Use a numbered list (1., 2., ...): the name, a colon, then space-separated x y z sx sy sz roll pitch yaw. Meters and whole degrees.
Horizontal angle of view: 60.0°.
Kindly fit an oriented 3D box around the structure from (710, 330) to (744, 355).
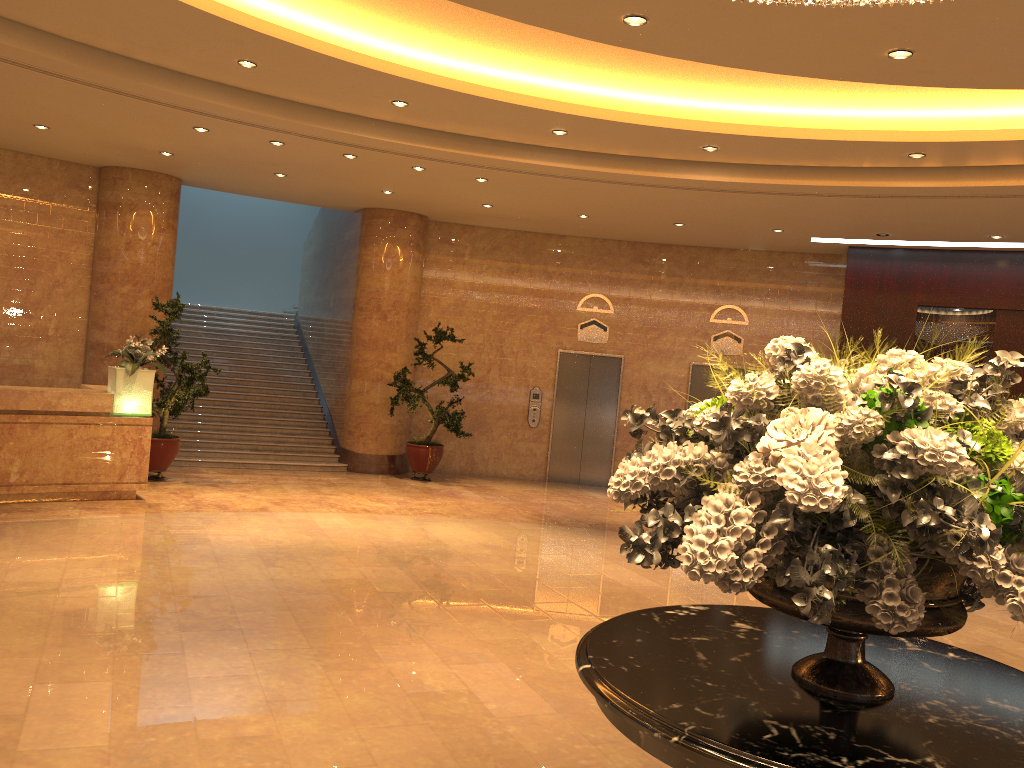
1. structure: 3.401 -0.657 14.024 0.504 0.405 0.012 6 2 12

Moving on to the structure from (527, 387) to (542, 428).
1. structure: 0.369 0.378 14.287 0.200 0.661 0.053 5 2 -2

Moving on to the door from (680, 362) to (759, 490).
1. door: 3.277 0.764 14.114 1.070 2.149 0.150 6 2 12

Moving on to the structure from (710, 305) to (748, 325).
1. structure: 3.442 -1.102 14.011 0.600 0.293 0.010 6 2 12

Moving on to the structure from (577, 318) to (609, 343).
1. structure: 1.310 -0.860 14.278 0.504 0.405 0.012 5 2 1

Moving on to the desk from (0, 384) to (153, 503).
1. desk: -6.750 0.590 4.518 3.466 1.155 12.951 6 2 11

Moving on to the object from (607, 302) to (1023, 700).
1. object: 0.957 0.349 2.527 1.318 0.999 1.277 6 2 7

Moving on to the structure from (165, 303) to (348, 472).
1. structure: -4.770 -1.760 15.874 9.849 5.560 7.472 5 2 -24

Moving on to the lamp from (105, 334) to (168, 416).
1. lamp: -4.142 -0.119 9.811 0.606 0.897 0.532 4 2 -45

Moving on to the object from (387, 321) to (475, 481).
1. object: -1.198 0.262 13.086 1.250 2.363 0.843 5 2 -2

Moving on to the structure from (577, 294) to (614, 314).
1. structure: 1.352 -1.305 14.264 0.600 0.293 0.010 5 2 1

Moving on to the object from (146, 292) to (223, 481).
1. object: -4.329 0.021 11.249 0.843 2.363 1.250 4 2 -43

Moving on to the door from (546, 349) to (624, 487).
1. door: 1.176 0.558 14.359 1.070 2.145 0.150 5 2 2

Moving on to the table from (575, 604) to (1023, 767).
1. table: 0.880 1.388 2.586 1.493 1.089 1.493 4 2 -30

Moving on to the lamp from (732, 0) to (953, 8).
1. lamp: 1.162 -1.889 2.545 3.204 1.196 3.206 6 2 13
